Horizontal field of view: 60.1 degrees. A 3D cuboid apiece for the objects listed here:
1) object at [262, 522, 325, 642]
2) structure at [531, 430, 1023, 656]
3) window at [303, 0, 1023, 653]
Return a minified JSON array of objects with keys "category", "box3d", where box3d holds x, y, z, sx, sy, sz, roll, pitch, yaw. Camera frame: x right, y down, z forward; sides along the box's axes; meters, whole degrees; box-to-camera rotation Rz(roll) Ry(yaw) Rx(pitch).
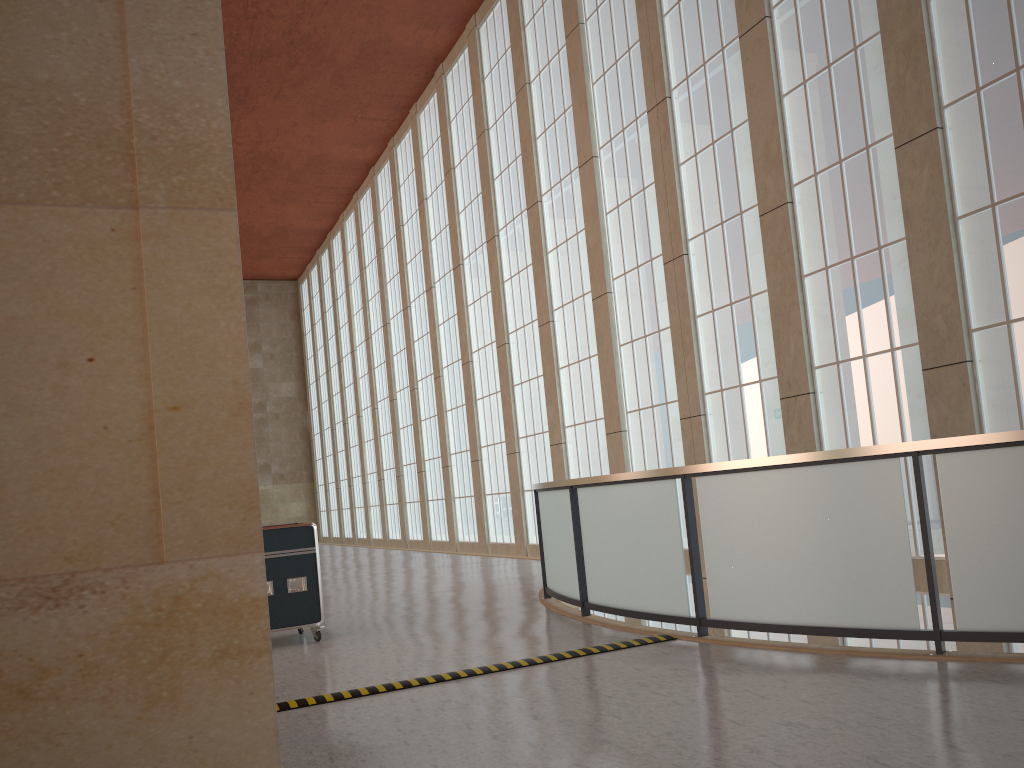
[{"category":"object","box3d":[-3.154,2.647,11.717,1.054,1.535,1.281,-4,-5,-24]},{"category":"structure","box3d":[3.707,1.782,10.871,5.238,1.787,13.164,-1,-8,-34]},{"category":"window","box3d":[-18.784,9.323,72.439,0.010,28.520,166.009,-4,-7,-24]}]
